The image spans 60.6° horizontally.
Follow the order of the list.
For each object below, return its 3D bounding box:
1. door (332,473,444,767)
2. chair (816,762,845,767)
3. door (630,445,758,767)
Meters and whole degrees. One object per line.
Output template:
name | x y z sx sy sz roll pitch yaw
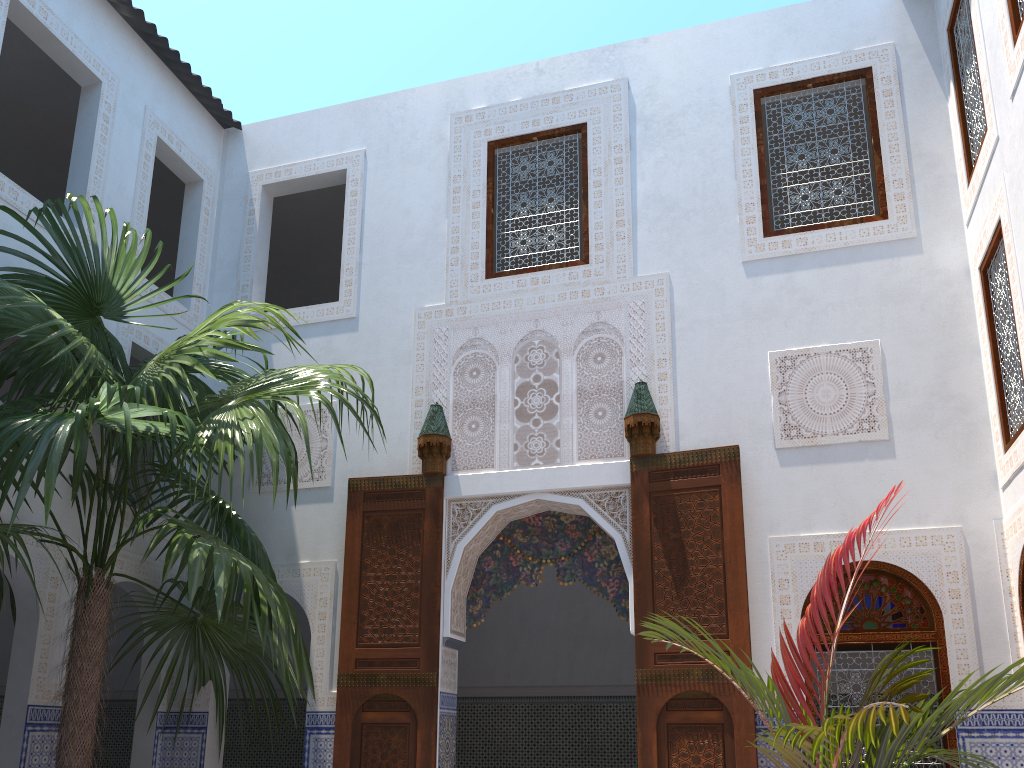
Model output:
door | -0.680 1.709 4.797 0.584 2.419 0.128 -3 -15 12
chair | 1.394 2.149 3.743 0.486 1.038 0.523 -4 -17 16
door | 0.896 1.531 4.334 0.586 2.419 0.128 -6 -16 22
